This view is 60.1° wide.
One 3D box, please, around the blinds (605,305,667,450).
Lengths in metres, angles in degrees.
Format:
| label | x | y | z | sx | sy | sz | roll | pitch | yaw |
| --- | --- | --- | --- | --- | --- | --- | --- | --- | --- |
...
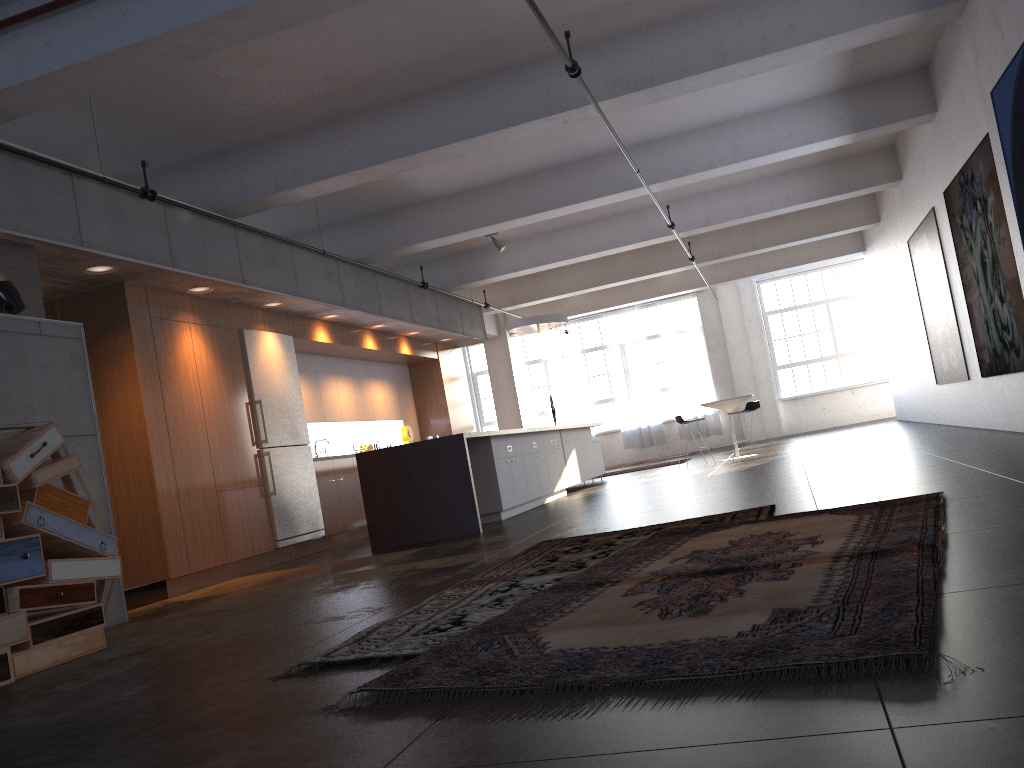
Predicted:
| label | x | y | z | sx | sy | sz | roll | pitch | yaw |
| --- | --- | --- | --- | --- | --- | --- | --- | --- | --- |
| blinds | 2.953 | -0.256 | 21.718 | 1.028 | 3.691 | 0.342 | -11 | -3 | 12 |

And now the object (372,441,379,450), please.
| label | x | y | z | sx | sy | sz | roll | pitch | yaw |
| --- | --- | --- | --- | --- | --- | --- | --- | --- | --- |
| object | -1.998 | 0.932 | 12.937 | 0.059 | 0.209 | 0.146 | -11 | -4 | 16 |

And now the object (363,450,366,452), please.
| label | x | y | z | sx | sy | sz | roll | pitch | yaw |
| --- | --- | --- | --- | --- | --- | --- | --- | --- | --- |
| object | -2.024 | 0.930 | 12.161 | 0.052 | 0.053 | 0.062 | -10 | -4 | -2 |

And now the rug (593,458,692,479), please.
| label | x | y | z | sx | sy | sz | roll | pitch | yaw |
| --- | --- | --- | --- | --- | --- | --- | --- | --- | --- |
| rug | 1.958 | 1.710 | 17.035 | 2.857 | 0.029 | 1.875 | -12 | -5 | 15 |

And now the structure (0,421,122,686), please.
| label | x | y | z | sx | sy | sz | roll | pitch | yaw |
| --- | --- | --- | --- | --- | --- | --- | --- | --- | --- |
| structure | -2.836 | 0.882 | 4.445 | 0.632 | 1.313 | 1.935 | -11 | -4 | 16 |

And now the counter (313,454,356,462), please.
| label | x | y | z | sx | sy | sz | roll | pitch | yaw |
| --- | --- | --- | --- | --- | --- | --- | --- | --- | --- |
| counter | -2.346 | 1.070 | 12.306 | 1.592 | 0.039 | 4.511 | -12 | -5 | 16 |

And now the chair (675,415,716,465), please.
| label | x | y | z | sx | sy | sz | roll | pitch | yaw |
| --- | --- | --- | --- | --- | --- | --- | --- | --- | --- |
| chair | 2.842 | 0.914 | 13.922 | 0.507 | 0.894 | 0.462 | -10 | -3 | -8 |

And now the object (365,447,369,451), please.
| label | x | y | z | sx | sy | sz | roll | pitch | yaw |
| --- | --- | --- | --- | --- | --- | --- | --- | --- | --- |
| object | -2.041 | -0.297 | 11.058 | 0.053 | 2.224 | 2.404 | -10 | -4 | -8 |

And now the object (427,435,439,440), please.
| label | x | y | z | sx | sy | sz | roll | pitch | yaw |
| --- | --- | --- | --- | --- | --- | --- | --- | --- | --- |
| object | -1.247 | 0.910 | 14.061 | 0.193 | 0.169 | 0.188 | -8 | -4 | -26 |

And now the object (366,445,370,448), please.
| label | x | y | z | sx | sy | sz | roll | pitch | yaw |
| --- | --- | --- | --- | --- | --- | --- | --- | --- | --- |
| object | -2.707 | -0.359 | 8.877 | 0.053 | 2.165 | 6.915 | -11 | -5 | 8 |

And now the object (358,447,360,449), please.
| label | x | y | z | sx | sy | sz | roll | pitch | yaw |
| --- | --- | --- | --- | --- | --- | --- | --- | --- | --- |
| object | -2.100 | 0.885 | 12.238 | 0.052 | 0.053 | 0.062 | -8 | -4 | -26 |

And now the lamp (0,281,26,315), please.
| label | x | y | z | sx | sy | sz | roll | pitch | yaw |
| --- | --- | --- | --- | --- | --- | --- | --- | --- | --- |
| lamp | -3.341 | -0.553 | 5.849 | 0.212 | 0.258 | 0.171 | -10 | -4 | -3 |

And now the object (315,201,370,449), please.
| label | x | y | z | sx | sy | sz | roll | pitch | yaw |
| --- | --- | --- | --- | --- | --- | --- | --- | --- | --- |
| object | -1.993 | 0.896 | 12.235 | 0.065 | 0.053 | 0.050 | -7 | -5 | -37 |

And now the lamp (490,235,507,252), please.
| label | x | y | z | sx | sy | sz | roll | pitch | yaw |
| --- | --- | --- | --- | --- | --- | --- | --- | --- | --- |
| lamp | -0.203 | -2.076 | 13.010 | 0.222 | 0.286 | 0.132 | -10 | -3 | -1 |

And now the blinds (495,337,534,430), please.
| label | x | y | z | sx | sy | sz | roll | pitch | yaw |
| --- | --- | --- | --- | --- | --- | --- | --- | --- | --- |
| blinds | -0.043 | 0.369 | 22.550 | 1.016 | 3.707 | 0.318 | -11 | -3 | 14 |

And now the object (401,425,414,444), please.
| label | x | y | z | sx | sy | sz | roll | pitch | yaw |
| --- | --- | --- | --- | --- | --- | --- | --- | --- | --- |
| object | -1.578 | 0.820 | 13.486 | 0.098 | 0.380 | 0.277 | -11 | -4 | 16 |

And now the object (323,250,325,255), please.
| label | x | y | z | sx | sy | sz | roll | pitch | yaw |
| --- | --- | --- | --- | --- | --- | --- | --- | --- | --- |
| object | -2.012 | 0.907 | 12.285 | 0.051 | 0.053 | 0.063 | -12 | -4 | 23 |

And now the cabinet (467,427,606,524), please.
| label | x | y | z | sx | sy | sz | roll | pitch | yaw |
| --- | --- | --- | --- | --- | --- | --- | --- | --- | --- |
| cabinet | 0.269 | 1.181 | 12.299 | 0.913 | 0.928 | 5.712 | -11 | -5 | 16 |

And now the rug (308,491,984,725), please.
| label | x | y | z | sx | sy | sz | roll | pitch | yaw |
| --- | --- | --- | --- | --- | --- | --- | --- | --- | --- |
| rug | 0.915 | 0.777 | 3.725 | 1.850 | 0.048 | 3.579 | -13 | -5 | 25 |

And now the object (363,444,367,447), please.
| label | x | y | z | sx | sy | sz | roll | pitch | yaw |
| --- | --- | --- | --- | --- | --- | --- | --- | --- | --- |
| object | -3.182 | -0.409 | 7.433 | 0.058 | 2.160 | 9.984 | -11 | -5 | 11 |

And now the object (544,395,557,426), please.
| label | x | y | z | sx | sy | sz | roll | pitch | yaw |
| --- | --- | --- | --- | --- | --- | --- | --- | --- | --- |
| object | 0.927 | 1.206 | 20.155 | 1.169 | 1.916 | 1.067 | -11 | -4 | 15 |

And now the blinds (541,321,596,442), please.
| label | x | y | z | sx | sy | sz | roll | pitch | yaw |
| --- | --- | --- | --- | --- | --- | --- | --- | --- | --- |
| blinds | 1.360 | 0.081 | 22.148 | 1.023 | 3.669 | 0.365 | -11 | -3 | 14 |

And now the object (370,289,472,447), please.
| label | x | y | z | sx | sy | sz | roll | pitch | yaw |
| --- | --- | --- | --- | --- | --- | --- | --- | --- | --- |
| object | -1.965 | 0.854 | 12.251 | 0.056 | 0.060 | 0.054 | -13 | -5 | 39 |

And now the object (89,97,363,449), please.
| label | x | y | z | sx | sy | sz | roll | pitch | yaw |
| --- | --- | --- | --- | --- | --- | --- | --- | --- | --- |
| object | -2.080 | 0.863 | 12.177 | 0.051 | 0.059 | 0.058 | -7 | -5 | -40 |

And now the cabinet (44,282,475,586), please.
| label | x | y | z | sx | sy | sz | roll | pitch | yaw |
| --- | --- | --- | --- | --- | --- | --- | --- | --- | --- |
| cabinet | -2.998 | 0.714 | 11.703 | 2.356 | 2.558 | 8.198 | -11 | -5 | 16 |

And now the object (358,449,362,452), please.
| label | x | y | z | sx | sy | sz | roll | pitch | yaw |
| --- | --- | --- | --- | --- | --- | --- | --- | --- | --- |
| object | -2.089 | 0.915 | 12.182 | 0.053 | 0.053 | 0.061 | -11 | -4 | 7 |

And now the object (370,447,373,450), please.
| label | x | y | z | sx | sy | sz | roll | pitch | yaw |
| --- | --- | --- | --- | --- | --- | --- | --- | --- | --- |
| object | -5.155 | -0.048 | 7.167 | 0.061 | 2.206 | 12.022 | -12 | -5 | 30 |

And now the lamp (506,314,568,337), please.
| label | x | y | z | sx | sy | sz | roll | pitch | yaw |
| --- | --- | --- | --- | --- | --- | --- | --- | --- | --- |
| lamp | 0.301 | -0.951 | 14.525 | 1.024 | 0.130 | 1.064 | -8 | -5 | -28 |

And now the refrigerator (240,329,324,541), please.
| label | x | y | z | sx | sy | sz | roll | pitch | yaw |
| --- | --- | --- | --- | --- | --- | --- | --- | --- | --- |
| refrigerator | -2.497 | 0.538 | 9.498 | 0.218 | 2.187 | 0.965 | -11 | -3 | 14 |

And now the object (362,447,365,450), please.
| label | x | y | z | sx | sy | sz | roll | pitch | yaw |
| --- | --- | --- | --- | --- | --- | --- | --- | --- | --- |
| object | -2.555 | -0.335 | 9.474 | 0.056 | 2.186 | 5.666 | -11 | -4 | 6 |

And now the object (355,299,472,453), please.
| label | x | y | z | sx | sy | sz | roll | pitch | yaw |
| --- | --- | --- | --- | --- | --- | --- | --- | --- | --- |
| object | -5.279 | 1.543 | 6.500 | 0.935 | 1.212 | 13.404 | -12 | -5 | 27 |

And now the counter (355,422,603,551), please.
| label | x | y | z | sx | sy | sz | roll | pitch | yaw |
| --- | --- | --- | --- | --- | --- | --- | --- | --- | --- |
| counter | 0.072 | 1.137 | 11.712 | 1.131 | 0.969 | 6.731 | -11 | -5 | 16 |

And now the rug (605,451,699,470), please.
| label | x | y | z | sx | sy | sz | roll | pitch | yaw |
| --- | --- | --- | --- | --- | --- | --- | --- | --- | --- |
| rug | 2.765 | 1.878 | 20.687 | 3.101 | 0.009 | 1.835 | -12 | -5 | 14 |

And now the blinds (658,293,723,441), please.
| label | x | y | z | sx | sy | sz | roll | pitch | yaw |
| --- | --- | --- | --- | --- | --- | --- | --- | --- | --- |
| blinds | 4.240 | -0.525 | 21.384 | 1.020 | 3.745 | 0.345 | -11 | -3 | 13 |

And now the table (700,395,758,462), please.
| label | x | y | z | sx | sy | sz | roll | pitch | yaw |
| --- | --- | --- | --- | --- | --- | --- | --- | --- | --- |
| table | 3.508 | 0.715 | 14.083 | 0.820 | 0.950 | 0.838 | -11 | -4 | 16 |

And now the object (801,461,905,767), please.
| label | x | y | z | sx | sy | sz | roll | pitch | yaw |
| --- | --- | --- | --- | --- | --- | --- | --- | --- | --- |
| object | -1.608 | 1.854 | 8.989 | 19.557 | 0.001 | 27.512 | -12 | -5 | 16 |

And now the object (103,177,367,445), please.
| label | x | y | z | sx | sy | sz | roll | pitch | yaw |
| --- | --- | --- | --- | --- | --- | --- | --- | --- | --- |
| object | -2.000 | 0.859 | 12.290 | 0.062 | 0.051 | 0.053 | -11 | -4 | 8 |
